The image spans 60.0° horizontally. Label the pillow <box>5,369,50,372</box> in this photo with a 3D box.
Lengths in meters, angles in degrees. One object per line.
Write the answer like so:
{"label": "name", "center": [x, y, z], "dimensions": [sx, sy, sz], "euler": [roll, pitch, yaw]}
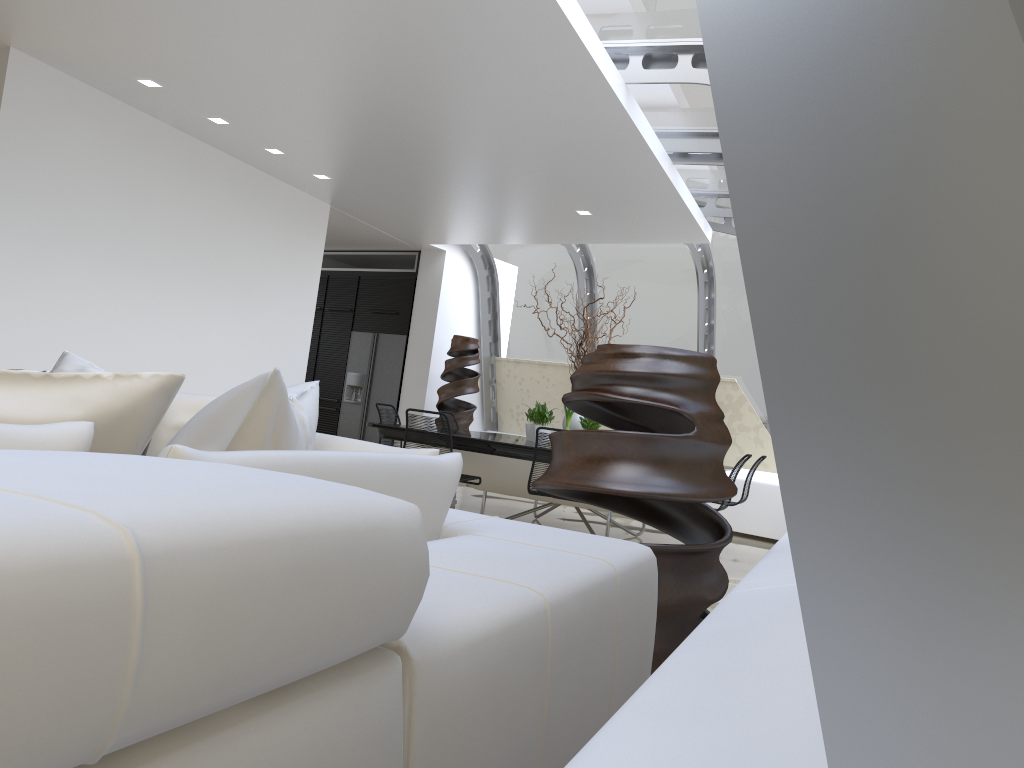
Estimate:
{"label": "pillow", "center": [-1.432, 0.151, 2.058], "dimensions": [0.604, 0.471, 0.394], "euler": [6, -3, 37]}

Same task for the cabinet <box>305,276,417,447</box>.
{"label": "cabinet", "center": [-2.074, -0.146, 12.234], "dimensions": [2.252, 2.558, 0.831], "euler": [6, -3, 36]}

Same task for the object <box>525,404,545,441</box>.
{"label": "object", "center": [0.221, 0.343, 8.171], "dimensions": [0.284, 0.369, 0.215], "euler": [9, -2, -30]}

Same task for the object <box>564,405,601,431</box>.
{"label": "object", "center": [0.628, 0.330, 7.695], "dimensions": [0.238, 0.476, 0.417], "euler": [10, -3, -41]}

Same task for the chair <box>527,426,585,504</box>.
{"label": "chair", "center": [0.398, 0.583, 6.197], "dimensions": [0.446, 0.519, 0.688], "euler": [7, -2, 21]}

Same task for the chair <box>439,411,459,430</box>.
{"label": "chair", "center": [-0.411, 0.576, 8.962], "dimensions": [0.688, 0.519, 0.446], "euler": [7, -2, 21]}

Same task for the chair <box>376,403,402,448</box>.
{"label": "chair", "center": [-0.865, 0.469, 7.774], "dimensions": [0.688, 0.519, 0.446], "euler": [7, -2, 21]}

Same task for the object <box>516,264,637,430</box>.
{"label": "object", "center": [0.482, -0.225, 7.996], "dimensions": [1.031, 1.549, 1.135], "euler": [7, -2, 13]}

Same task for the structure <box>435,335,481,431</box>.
{"label": "structure", "center": [-0.676, 0.347, 10.553], "dimensions": [0.498, 1.843, 0.493], "euler": [6, -3, 32]}

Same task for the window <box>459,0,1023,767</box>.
{"label": "window", "center": [-4.798, -0.884, 7.047], "dimensions": [16.693, 3.674, 16.171], "euler": [7, -2, 27]}

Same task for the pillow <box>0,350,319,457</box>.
{"label": "pillow", "center": [-1.138, 0.122, 1.047], "dimensions": [1.656, 0.530, 3.322], "euler": [8, -2, -9]}

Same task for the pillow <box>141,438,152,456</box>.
{"label": "pillow", "center": [-0.920, 0.217, 1.647], "dimensions": [0.405, 0.483, 0.599], "euler": [8, -2, -10]}

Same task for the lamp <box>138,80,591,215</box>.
{"label": "lamp", "center": [-5.502, -2.523, 5.392], "dimensions": [9.775, 0.004, 9.928], "euler": [7, -2, 22]}

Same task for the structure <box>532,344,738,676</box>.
{"label": "structure", "center": [0.382, 0.510, 2.928], "dimensions": [0.672, 1.258, 0.674], "euler": [8, -2, -2]}

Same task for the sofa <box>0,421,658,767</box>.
{"label": "sofa", "center": [-1.863, 0.302, 0.941], "dimensions": [3.257, 0.866, 4.169], "euler": [7, -2, 21]}

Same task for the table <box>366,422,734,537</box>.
{"label": "table", "center": [0.475, 0.935, 7.848], "dimensions": [2.494, 0.759, 3.031], "euler": [7, -2, 21]}

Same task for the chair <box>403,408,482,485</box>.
{"label": "chair", "center": [-0.524, 0.470, 6.560], "dimensions": [0.446, 0.519, 0.688], "euler": [7, -2, 21]}

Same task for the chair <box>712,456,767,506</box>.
{"label": "chair", "center": [1.916, 0.860, 8.046], "dimensions": [0.688, 0.519, 0.446], "euler": [7, -2, 21]}

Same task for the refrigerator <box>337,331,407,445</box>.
{"label": "refrigerator", "center": [-1.804, 0.211, 11.634], "dimensions": [1.006, 1.742, 0.234], "euler": [6, -3, 35]}

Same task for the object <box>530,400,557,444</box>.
{"label": "object", "center": [0.258, 0.330, 7.693], "dimensions": [0.284, 0.369, 0.215], "euler": [9, -3, -35]}

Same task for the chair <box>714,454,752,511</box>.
{"label": "chair", "center": [1.462, 0.753, 6.858], "dimensions": [0.688, 0.519, 0.446], "euler": [7, -2, 21]}
